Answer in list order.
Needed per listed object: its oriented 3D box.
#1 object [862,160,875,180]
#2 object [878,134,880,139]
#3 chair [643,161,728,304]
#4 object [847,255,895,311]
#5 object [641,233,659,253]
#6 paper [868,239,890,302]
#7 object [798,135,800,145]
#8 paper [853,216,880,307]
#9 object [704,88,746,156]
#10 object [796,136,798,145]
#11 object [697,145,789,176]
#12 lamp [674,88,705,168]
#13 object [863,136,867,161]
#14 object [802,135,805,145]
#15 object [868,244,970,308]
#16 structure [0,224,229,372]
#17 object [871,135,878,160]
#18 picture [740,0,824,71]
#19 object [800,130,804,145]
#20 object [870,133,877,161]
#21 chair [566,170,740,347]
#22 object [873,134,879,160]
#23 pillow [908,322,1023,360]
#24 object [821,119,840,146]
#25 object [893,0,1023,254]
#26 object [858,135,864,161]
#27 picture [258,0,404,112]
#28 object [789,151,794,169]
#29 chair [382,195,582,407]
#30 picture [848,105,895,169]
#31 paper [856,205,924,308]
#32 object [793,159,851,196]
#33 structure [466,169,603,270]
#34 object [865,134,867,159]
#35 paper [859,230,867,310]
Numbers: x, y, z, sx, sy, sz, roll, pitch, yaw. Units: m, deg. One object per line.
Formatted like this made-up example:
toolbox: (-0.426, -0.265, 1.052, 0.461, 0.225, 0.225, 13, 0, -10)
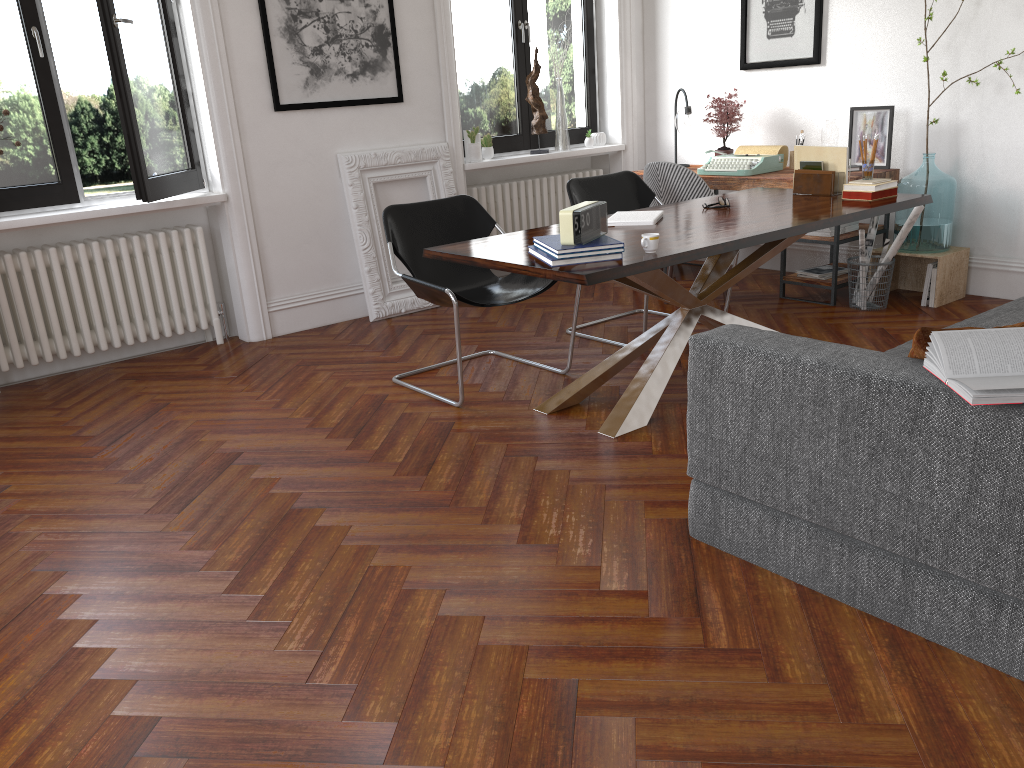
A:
object: (1.717, -1.033, 4.276, 0.058, 0.091, 0.058, 11, 24, 38)
object: (1.738, -1.101, 4.260, 0.044, 0.195, 0.008, -6, 19, -6)
chair: (1.132, -0.984, 5.671, 0.714, 0.905, 0.545, 14, 26, 43)
object: (2.110, -0.584, 5.235, 0.261, 0.307, 0.259, 2, 19, 17)
object: (0.501, -0.516, 3.259, 0.082, 0.065, 0.064, -9, 19, -15)
paper: (2.181, -0.665, 5.276, 0.126, 0.391, 0.025, -9, 20, -13)
object: (1.884, -1.529, 5.842, 0.008, 0.208, 0.054, 12, 24, 38)
paper: (2.117, -0.784, 5.279, 0.047, 0.630, 0.293, 15, 26, 43)
object: (1.485, -1.799, 6.232, 0.290, 0.532, 0.306, -1, 19, 8)
object: (1.872, -1.528, 5.839, 0.008, 0.208, 0.054, 2, 20, 17)
object: (1.496, -1.490, 5.889, 0.483, 0.150, 0.533, -18, 23, -36)
lamp: (1.220, -1.826, 6.344, 0.207, 0.553, 0.439, -9, 19, -13)
object: (1.690, -1.089, 4.239, 0.049, 0.194, 0.008, -16, 22, -30)
object: (1.896, -1.525, 5.822, 0.054, 0.208, 0.008, 9, 23, 34)
object: (2.452, -0.658, 5.362, 0.340, 0.318, 0.433, -17, 23, -35)
structure: (-2.388, -0.437, 5.119, 1.449, 0.783, 0.224, -17, 23, -34)
object: (1.722, -1.089, 4.229, 0.008, 0.194, 0.049, -8, 19, -12)
picture: (1.794, -2.545, 5.908, 0.050, 0.821, 0.631, -18, 23, -35)
object: (1.897, -1.544, 5.829, 0.028, 0.241, 0.023, -19, 24, -37)
object: (1.732, -1.104, 4.269, 0.038, 0.196, 0.008, -7, 19, -10)
chair: (0.749, -0.717, 4.957, 0.750, 0.878, 0.743, -17, 23, -34)
object: (1.732, -1.094, 4.237, 0.008, 0.196, 0.036, -13, 21, -23)
pillow: (1.223, -0.020, 2.288, 0.470, 0.399, 0.328, -4, 19, 1)
object: (2.020, -1.522, 5.636, 0.111, 0.304, 0.111, -4, 19, 0)
object: (2.533, -1.765, 4.886, 0.806, 2.072, 0.352, 8, 23, 32)
object: (1.685, -1.097, 4.264, 0.049, 0.194, 0.008, 4, 20, 21)
picture: (-1.103, -2.349, 5.291, 0.880, 1.332, 0.035, -17, 23, -34)
object: (1.877, -1.476, 5.837, 0.058, 0.114, 0.075, -18, 23, -34)
chair: (-0.176, -0.434, 4.295, 0.750, 0.878, 0.743, -17, 23, -34)
picture: (2.213, -1.521, 5.480, 0.022, 0.372, 0.281, -18, 23, -35)
paper: (2.166, -0.727, 5.091, 0.329, 0.613, 0.046, 8, 22, 31)
object: (1.569, -1.052, 4.497, 0.149, 0.167, 0.227, -17, 23, -35)
structure: (0.186, -1.224, 6.963, 1.449, 0.783, 0.224, -17, 23, -34)
object: (1.708, -1.106, 4.278, 0.008, 0.197, 0.032, -2, 19, 7)
paper: (2.040, -0.659, 5.154, 0.073, 0.482, 0.033, -4, 19, 0)
